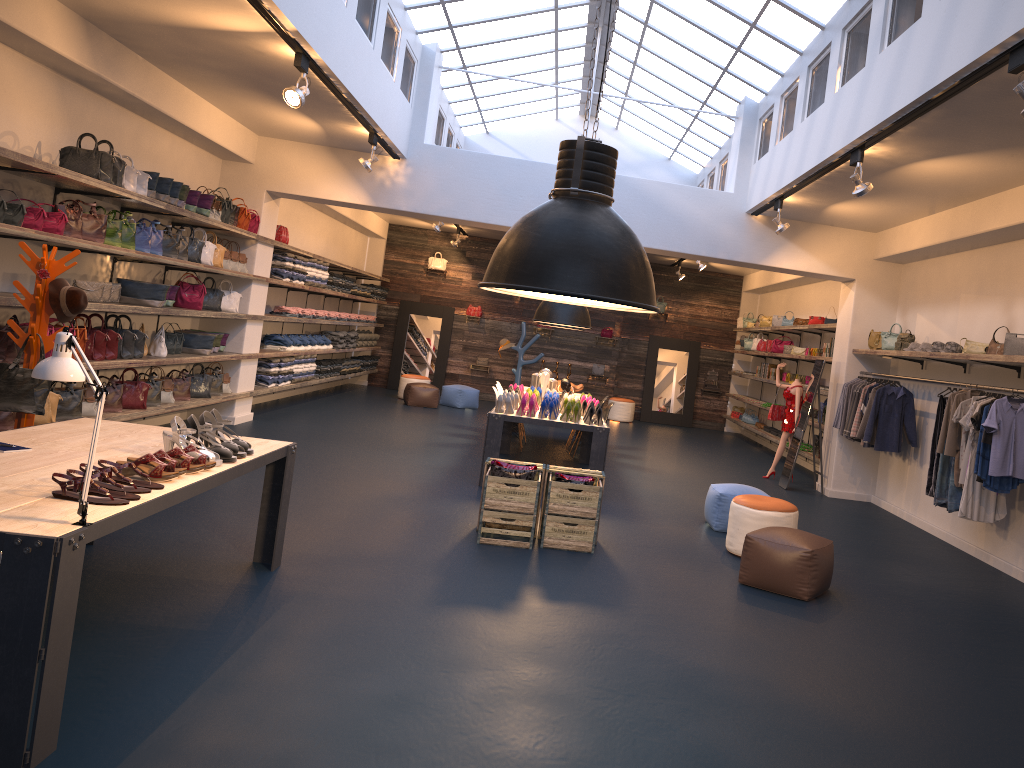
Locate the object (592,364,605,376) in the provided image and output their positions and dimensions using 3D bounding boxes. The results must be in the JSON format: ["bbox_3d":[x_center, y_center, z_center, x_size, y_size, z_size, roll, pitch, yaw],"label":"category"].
[{"bbox_3d":[1.904,-0.316,19.062,0.267,0.230,0.081,8,-1,12],"label":"object"}]

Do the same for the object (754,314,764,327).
[{"bbox_3d":[5.015,-1.266,17.533,0.110,0.300,0.272,9,0,-28],"label":"object"}]

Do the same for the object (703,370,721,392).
[{"bbox_3d":[4.471,-0.090,19.367,0.363,0.462,0.230,8,-1,-4],"label":"object"}]

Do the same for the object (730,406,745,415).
[{"bbox_3d":[4.998,0.606,19.159,0.344,0.234,0.213,9,1,31],"label":"object"}]

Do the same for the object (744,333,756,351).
[{"bbox_3d":[4.941,-0.869,17.919,0.339,0.367,0.190,9,0,42],"label":"object"}]

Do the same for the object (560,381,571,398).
[{"bbox_3d":[0.715,0.097,11.624,0.156,0.286,0.152,8,0,-2],"label":"object"}]

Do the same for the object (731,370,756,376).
[{"bbox_3d":[5.007,-0.228,18.403,0.484,0.060,1.510,8,3,2],"label":"object"}]

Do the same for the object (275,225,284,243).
[{"bbox_3d":[-3.134,-1.970,11.286,0.324,0.245,0.139,8,0,-6],"label":"object"}]

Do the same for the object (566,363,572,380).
[{"bbox_3d":[0.890,-0.090,13.550,0.148,0.469,0.130,9,-1,-26],"label":"object"}]

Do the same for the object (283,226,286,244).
[{"bbox_3d":[-3.130,-1.976,11.383,0.321,0.245,0.141,8,0,-3],"label":"object"}]

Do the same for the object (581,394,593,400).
[{"bbox_3d":[0.932,0.218,10.898,0.203,0.195,0.240,8,1,-1],"label":"object"}]

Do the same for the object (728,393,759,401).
[{"bbox_3d":[4.853,0.273,18.247,0.354,0.024,1.860,8,3,2],"label":"object"}]

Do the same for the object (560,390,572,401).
[{"bbox_3d":[0.706,0.170,11.176,0.203,0.195,0.240,8,1,-1],"label":"object"}]

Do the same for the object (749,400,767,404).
[{"bbox_3d":[4.777,0.349,16.790,0.357,0.029,0.879,8,3,1],"label":"object"}]

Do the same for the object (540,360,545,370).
[{"bbox_3d":[0.454,-0.147,13.501,0.137,0.469,0.142,8,-1,10],"label":"object"}]

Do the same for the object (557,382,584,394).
[{"bbox_3d":[0.836,0.092,12.652,0.465,0.203,0.209,7,1,-23],"label":"object"}]

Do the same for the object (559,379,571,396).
[{"bbox_3d":[0.742,0.070,12.130,0.156,0.286,0.152,8,0,-2],"label":"object"}]

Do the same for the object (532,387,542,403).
[{"bbox_3d":[0.291,0.134,10.838,0.208,0.195,0.235,8,1,-9],"label":"object"}]

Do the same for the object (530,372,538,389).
[{"bbox_3d":[0.340,0.012,11.756,0.178,0.336,0.193,8,0,17],"label":"object"}]

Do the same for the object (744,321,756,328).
[{"bbox_3d":[5.041,-1.243,18.334,0.249,0.174,0.336,7,3,-38],"label":"object"}]

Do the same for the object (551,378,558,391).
[{"bbox_3d":[0.522,0.064,11.688,0.181,0.290,0.167,8,0,-13],"label":"object"}]

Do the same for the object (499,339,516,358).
[{"bbox_3d":[-0.107,-0.721,18.110,0.341,0.442,0.350,8,0,-5],"label":"object"}]

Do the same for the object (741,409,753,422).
[{"bbox_3d":[4.829,0.644,17.740,0.259,0.283,0.102,8,-1,27],"label":"object"}]

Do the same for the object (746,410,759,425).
[{"bbox_3d":[4.819,0.667,17.334,0.256,0.283,0.103,8,-1,33],"label":"object"}]

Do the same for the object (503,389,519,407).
[{"bbox_3d":[-0.020,0.158,9.741,0.199,0.195,0.246,8,1,8],"label":"object"}]

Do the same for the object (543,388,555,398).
[{"bbox_3d":[0.497,0.144,11.132,0.200,0.195,0.244,8,1,5],"label":"object"}]

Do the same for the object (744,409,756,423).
[{"bbox_3d":[4.823,0.656,17.537,0.256,0.283,0.103,8,-1,33],"label":"object"}]

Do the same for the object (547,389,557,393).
[{"bbox_3d":[0.494,0.160,10.862,0.203,0.195,0.240,8,1,-1],"label":"object"}]

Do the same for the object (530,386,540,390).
[{"bbox_3d":[0.295,0.117,11.121,0.203,0.195,0.240,8,1,-1],"label":"object"}]

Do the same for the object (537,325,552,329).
[{"bbox_3d":[0.727,-1.333,18.924,0.334,0.255,0.132,7,0,-17],"label":"object"}]

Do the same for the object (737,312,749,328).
[{"bbox_3d":[5.162,-1.387,19.120,0.404,0.387,0.202,8,0,20],"label":"object"}]

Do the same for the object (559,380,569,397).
[{"bbox_3d":[0.729,0.083,11.881,0.156,0.286,0.152,8,0,-2],"label":"object"}]

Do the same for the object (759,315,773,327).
[{"bbox_3d":[4.921,-1.199,16.727,0.215,0.234,0.340,7,2,-41],"label":"object"}]

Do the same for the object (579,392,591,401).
[{"bbox_3d":[0.942,0.203,11.166,0.203,0.195,0.240,8,1,-1],"label":"object"}]

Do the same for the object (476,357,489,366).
[{"bbox_3d":[-0.639,-0.489,18.762,0.286,0.176,0.097,7,0,-26],"label":"object"}]

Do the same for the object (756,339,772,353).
[{"bbox_3d":[4.882,-0.740,16.749,0.148,0.254,0.312,8,1,-40],"label":"object"}]

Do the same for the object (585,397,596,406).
[{"bbox_3d":[0.939,0.252,10.366,0.200,0.195,0.244,8,1,6],"label":"object"}]

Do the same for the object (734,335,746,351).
[{"bbox_3d":[5.041,-0.904,18.995,0.325,0.336,0.178,9,0,43],"label":"object"}]

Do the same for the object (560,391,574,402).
[{"bbox_3d":[0.700,0.187,10.887,0.205,0.195,0.238,8,1,-3],"label":"object"}]

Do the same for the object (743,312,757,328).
[{"bbox_3d":[5.102,-1.354,18.630,0.339,0.367,0.190,9,0,42],"label":"object"}]

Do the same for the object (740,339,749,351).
[{"bbox_3d":[5.012,-0.823,18.454,0.386,0.232,0.191,10,1,37],"label":"object"}]

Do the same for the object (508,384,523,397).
[{"bbox_3d":[0.045,0.101,10.820,0.203,0.195,0.248,8,2,10],"label":"object"}]

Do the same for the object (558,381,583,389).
[{"bbox_3d":[0.850,0.078,12.901,0.465,0.203,0.209,7,1,-23],"label":"object"}]

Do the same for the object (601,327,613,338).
[{"bbox_3d":[2.087,-1.139,19.099,0.252,0.244,0.213,8,1,-7],"label":"object"}]

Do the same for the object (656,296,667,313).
[{"bbox_3d":[3.267,-1.761,19.220,0.384,0.367,0.168,8,-1,-17],"label":"object"}]

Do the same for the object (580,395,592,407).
[{"bbox_3d":[0.907,0.230,10.643,0.203,0.195,0.240,8,1,-1],"label":"object"}]

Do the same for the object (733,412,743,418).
[{"bbox_3d":[4.875,0.671,18.737,0.205,0.118,0.096,9,1,32],"label":"object"}]

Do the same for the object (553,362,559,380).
[{"bbox_3d":[0.664,-0.119,13.523,0.128,0.469,0.150,7,-2,41],"label":"object"}]

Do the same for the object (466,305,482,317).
[{"bbox_3d":[-0.809,-1.582,18.773,0.332,0.254,0.139,8,0,7],"label":"object"}]

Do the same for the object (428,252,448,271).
[{"bbox_3d":[-1.589,-2.647,18.688,0.444,0.387,0.184,8,0,-17],"label":"object"}]

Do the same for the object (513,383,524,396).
[{"bbox_3d":[0.071,0.088,11.089,0.207,0.195,0.236,8,1,-7],"label":"object"}]

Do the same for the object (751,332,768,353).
[{"bbox_3d":[4.985,-0.837,17.378,0.208,0.386,0.392,8,1,-38],"label":"object"}]

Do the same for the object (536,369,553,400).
[{"bbox_3d":[0.428,0.001,11.502,0.210,0.413,0.193,8,-1,-13],"label":"object"}]

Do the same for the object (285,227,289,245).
[{"bbox_3d":[-3.121,-1.981,11.486,0.327,0.245,0.138,8,0,-10],"label":"object"}]

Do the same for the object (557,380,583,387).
[{"bbox_3d":[0.866,0.064,13.171,0.460,0.203,0.212,7,1,-18],"label":"object"}]
